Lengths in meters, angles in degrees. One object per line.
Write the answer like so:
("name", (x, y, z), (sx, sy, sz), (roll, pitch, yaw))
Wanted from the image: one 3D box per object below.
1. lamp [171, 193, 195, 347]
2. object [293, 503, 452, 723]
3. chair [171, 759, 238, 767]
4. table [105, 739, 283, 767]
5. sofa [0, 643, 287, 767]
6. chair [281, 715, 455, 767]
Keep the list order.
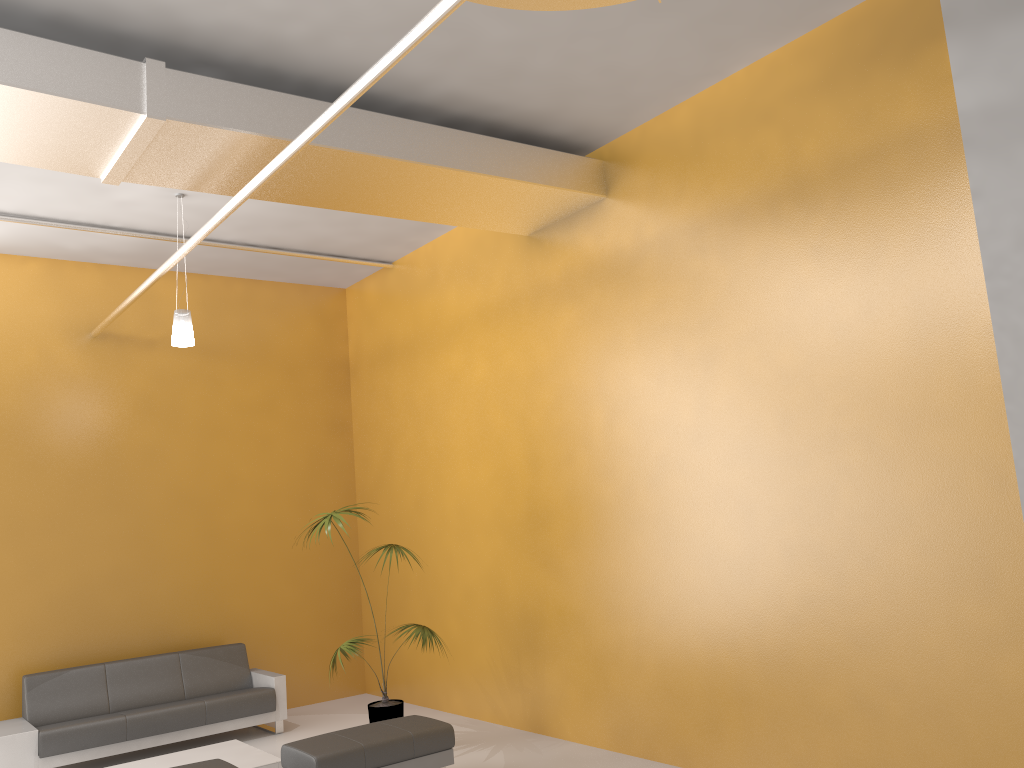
("lamp", (-2.613, -0.909, 7.009), (0.174, 1.227, 0.174), (-5, -9, 4))
("object", (-1.112, 1.930, 7.041), (1.222, 1.956, 0.912), (-5, -9, 3))
("chair", (-2.078, 2.482, 5.040), (1.012, 0.423, 0.575), (2, -11, -37))
("table", (-2.332, 2.856, 6.483), (1.000, 0.150, 1.000), (2, -11, -37))
("sofa", (-3.221, 2.781, 7.585), (2.400, 0.761, 0.860), (2, -11, -37))
("chair", (-0.940, 2.518, 5.868), (1.012, 0.423, 0.575), (2, -11, -37))
